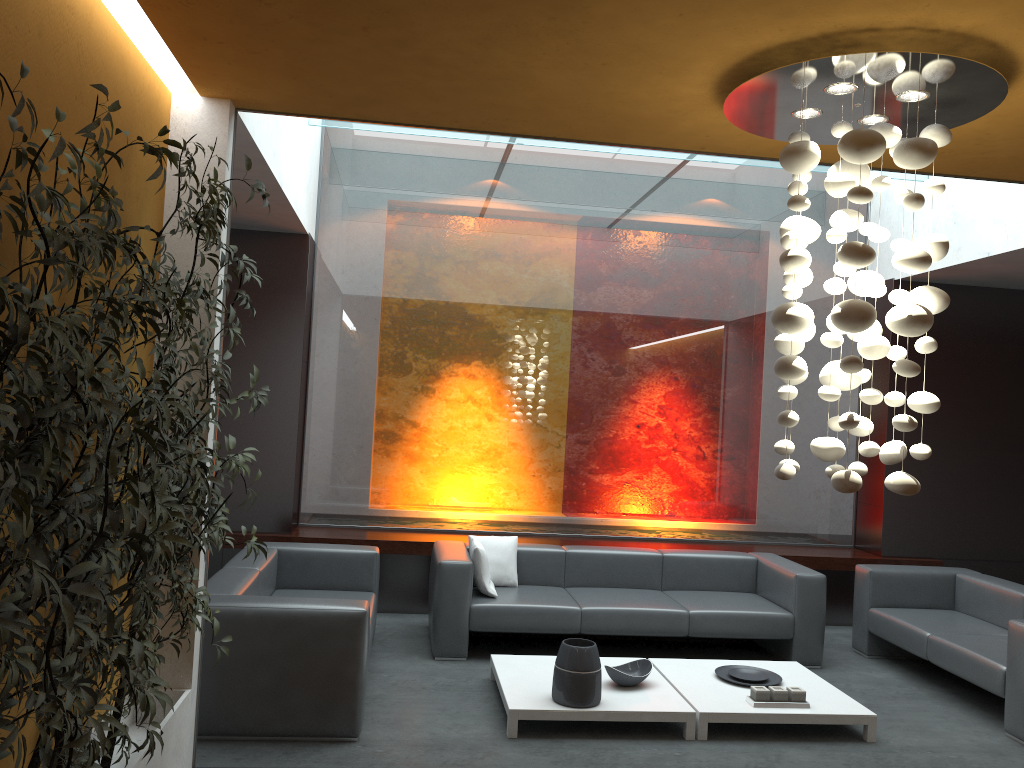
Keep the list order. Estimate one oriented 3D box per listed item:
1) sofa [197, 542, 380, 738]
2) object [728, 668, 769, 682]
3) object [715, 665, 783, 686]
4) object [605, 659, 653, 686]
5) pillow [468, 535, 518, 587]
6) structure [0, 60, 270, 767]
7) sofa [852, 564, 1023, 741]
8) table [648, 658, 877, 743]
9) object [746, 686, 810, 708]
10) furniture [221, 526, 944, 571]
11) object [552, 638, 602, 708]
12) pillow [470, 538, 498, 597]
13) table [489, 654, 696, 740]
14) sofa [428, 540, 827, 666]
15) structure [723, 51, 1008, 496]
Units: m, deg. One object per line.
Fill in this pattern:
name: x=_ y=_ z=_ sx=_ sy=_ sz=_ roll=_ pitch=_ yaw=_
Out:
sofa: x=-1.306 y=1.430 z=5.340 sx=0.943 sy=0.652 sz=2.025 roll=3 pitch=-2 yaw=-7
object: x=1.424 y=1.763 z=5.348 sx=0.239 sy=0.027 sz=0.239 roll=4 pitch=-2 yaw=-35
object: x=1.424 y=1.766 z=5.348 sx=0.394 sy=0.027 sz=0.394 roll=3 pitch=-2 yaw=10
object: x=0.671 y=1.669 z=5.110 sx=0.317 sy=0.125 sz=0.223 roll=5 pitch=-2 yaw=-40
pillow: x=-0.140 y=1.305 z=6.537 sx=0.376 sy=0.361 sz=0.169 roll=3 pitch=-2 yaw=-9
structure: x=-1.114 y=0.190 z=2.396 sx=0.622 sy=2.483 sz=3.166 roll=3 pitch=-2 yaw=-8
sofa: x=3.179 y=1.697 z=5.873 sx=0.943 sy=0.652 sz=2.025 roll=3 pitch=-2 yaw=-7
table: x=1.425 y=1.853 z=5.253 sx=1.000 sy=0.150 sz=1.000 roll=3 pitch=-2 yaw=-7
object: x=1.471 y=1.722 z=4.901 sx=0.326 sy=0.097 sz=0.118 roll=3 pitch=-2 yaw=-7
furniture: x=0.684 y=1.402 z=7.535 sx=6.000 sy=0.109 sz=0.600 roll=3 pitch=-2 yaw=-7
object: x=0.354 y=1.549 z=4.778 sx=0.265 sy=0.309 sz=0.265 roll=4 pitch=-2 yaw=-35
pillow: x=-0.207 y=1.294 z=6.258 sx=0.186 sy=0.358 sz=0.376 roll=3 pitch=-2 yaw=-8
table: x=0.417 y=1.793 z=5.133 sx=1.000 sy=0.150 sz=1.000 roll=3 pitch=-2 yaw=-7
sofa: x=0.792 y=1.580 z=6.503 sx=2.781 sy=0.652 sz=0.943 roll=3 pitch=-2 yaw=-7
structure: x=1.283 y=-0.371 z=3.368 sx=1.002 sy=1.529 sz=1.002 roll=2 pitch=-2 yaw=42
